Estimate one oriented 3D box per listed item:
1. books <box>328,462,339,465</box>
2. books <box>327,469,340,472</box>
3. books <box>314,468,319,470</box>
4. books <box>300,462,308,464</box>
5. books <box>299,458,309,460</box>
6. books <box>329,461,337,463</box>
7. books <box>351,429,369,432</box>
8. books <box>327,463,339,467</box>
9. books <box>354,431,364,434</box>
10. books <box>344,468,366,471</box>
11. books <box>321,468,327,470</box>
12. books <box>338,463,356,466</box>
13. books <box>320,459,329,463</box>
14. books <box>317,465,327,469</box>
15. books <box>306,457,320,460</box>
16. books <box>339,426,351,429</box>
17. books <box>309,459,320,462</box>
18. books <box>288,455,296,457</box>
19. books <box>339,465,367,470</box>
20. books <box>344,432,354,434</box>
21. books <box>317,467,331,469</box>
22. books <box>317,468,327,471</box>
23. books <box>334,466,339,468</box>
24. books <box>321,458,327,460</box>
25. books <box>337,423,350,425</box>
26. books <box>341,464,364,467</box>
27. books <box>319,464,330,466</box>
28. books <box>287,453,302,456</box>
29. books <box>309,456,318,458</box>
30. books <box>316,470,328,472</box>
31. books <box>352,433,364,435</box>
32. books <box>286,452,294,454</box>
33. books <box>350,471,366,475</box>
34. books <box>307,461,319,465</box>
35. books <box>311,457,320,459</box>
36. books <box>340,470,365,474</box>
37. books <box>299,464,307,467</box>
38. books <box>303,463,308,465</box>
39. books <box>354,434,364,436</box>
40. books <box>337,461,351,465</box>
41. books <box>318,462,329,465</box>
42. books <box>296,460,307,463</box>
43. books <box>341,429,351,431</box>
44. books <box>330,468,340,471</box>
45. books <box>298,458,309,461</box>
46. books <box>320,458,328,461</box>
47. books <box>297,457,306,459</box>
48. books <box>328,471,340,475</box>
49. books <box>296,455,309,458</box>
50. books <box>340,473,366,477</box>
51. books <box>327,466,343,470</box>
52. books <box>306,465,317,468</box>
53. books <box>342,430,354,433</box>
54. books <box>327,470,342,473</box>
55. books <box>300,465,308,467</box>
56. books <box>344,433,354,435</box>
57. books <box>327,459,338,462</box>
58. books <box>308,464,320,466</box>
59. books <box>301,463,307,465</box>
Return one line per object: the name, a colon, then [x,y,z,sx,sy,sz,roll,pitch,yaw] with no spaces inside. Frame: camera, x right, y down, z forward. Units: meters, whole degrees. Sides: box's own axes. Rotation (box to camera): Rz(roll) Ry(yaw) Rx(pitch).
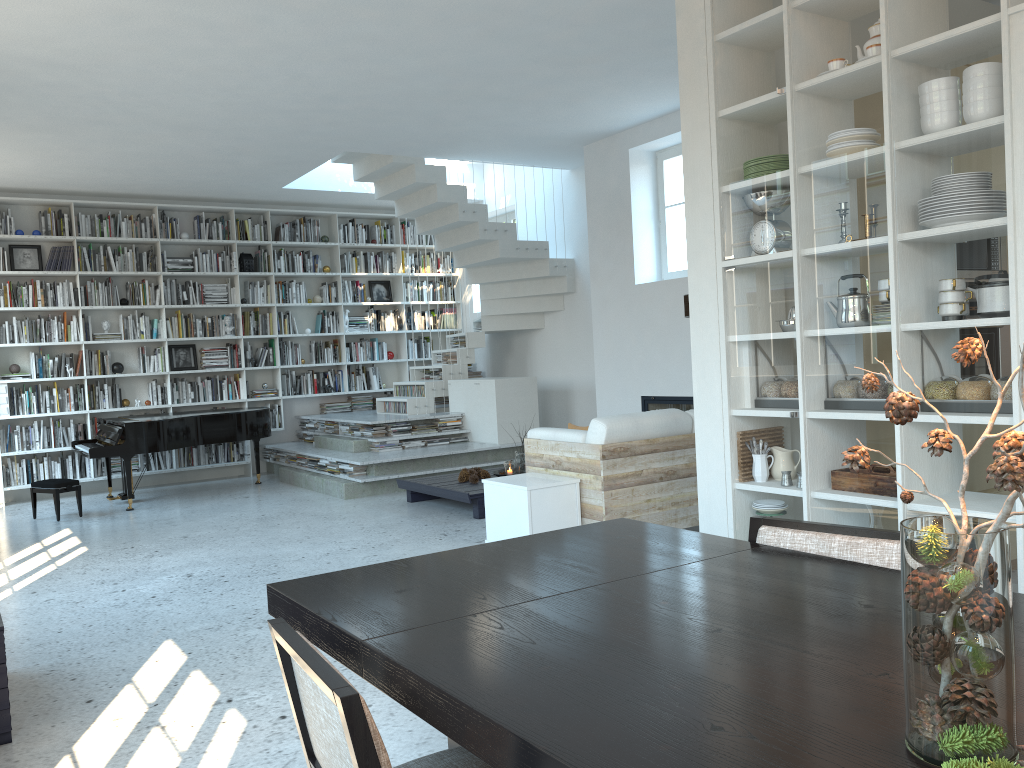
books: [-1.688,0.776,8.775,0.175,0.006,0.251,-4,2,-33]
books: [-1.695,0.849,8.771,0.191,0.006,0.275,-4,2,-31]
books: [-2.007,0.871,9.293,0.142,0.012,0.291,-4,2,-29]
books: [-2.172,0.841,9.554,0.130,0.014,0.249,-5,2,-38]
books: [-2.182,0.795,9.547,0.169,0.009,0.241,-4,2,-33]
books: [-1.697,0.760,8.769,0.178,0.010,0.196,-4,2,-28]
books: [-1.600,0.485,9.515,0.177,0.026,0.230,-4,2,-33]
books: [-1.694,0.794,8.771,0.168,0.013,0.281,-5,2,-38]
books: [-1.591,0.512,9.521,0.155,0.028,0.189,-4,2,-32]
books: [-1.506,0.815,8.530,0.137,0.019,0.224,-4,2,-32]
books: [-1.846,0.854,9.032,0.158,0.009,0.275,-4,2,-30]
books: [-1.532,0.761,8.514,0.176,0.010,0.266,-4,2,-37]
books: [-1.845,0.781,9.032,0.141,0.028,0.222,-5,2,-38]
books: [-1.857,0.836,9.025,0.189,0.013,0.215,-4,2,-35]
books: [-2.021,0.774,9.282,0.170,0.014,0.281,-4,2,-36]
books: [-1.769,0.473,9.769,0.174,0.029,0.250,-4,2,-35]
books: [-2.009,0.797,9.290,0.142,0.017,0.239,-4,2,-37]
books: [-2.363,0.786,9.799,0.182,0.016,0.199,-4,2,-28]
books: [-1.524,0.794,8.519,0.156,0.027,0.287,-5,2,-38]
books: [-1.746,0.531,9.784,0.136,0.013,0.258,-4,2,-33]
books: [-1.852,0.846,9.028,0.180,0.008,0.267,-4,2,-34]
books: [-1.847,0.861,9.031,0.171,0.005,0.297,-4,2,-34]
books: [-1.684,0.808,8.778,0.150,0.004,0.290,-4,2,-29]
books: [-1.848,0.748,9.030,0.156,0.014,0.215,-4,2,-31]
books: [-1.782,0.435,9.760,0.192,0.014,0.256,-4,2,-37]
books: [-1.526,0.773,8.518,0.164,0.015,0.243,-4,2,-29]
books: [-1.853,0.816,9.027,0.171,0.007,0.260,-4,2,-30]
books: [-2.358,0.770,9.803,0.171,0.015,0.253,-4,2,-36]
books: [-2.014,0.755,9.287,0.160,0.008,0.239,-4,2,-32]
books: [-1.860,0.875,9.023,0.193,0.005,0.225,-4,2,-37]
books: [-1.594,0.530,9.519,0.154,0.007,0.292,-4,2,-30]
books: [-2.369,0.750,9.795,0.193,0.005,0.225,-4,2,-37]
books: [-1.501,0.849,8.534,0.132,0.014,0.205,-4,2,-33]
books: [-2.017,0.818,9.285,0.160,0.025,0.244,-5,2,-38]
books: [-2.010,0.762,9.289,0.157,0.007,0.268,-4,2,-33]
books: [-1.532,0.835,8.514,0.187,0.017,0.205,-4,2,-28]
books: [-2.183,0.867,9.547,0.161,0.008,0.254,-4,2,-28]
books: [-2.165,0.852,9.559,0.132,0.009,0.269,-4,2,-32]
books: [-1.590,0.543,9.521,0.142,0.020,0.230,-4,2,-28]
books: [-1.539,0.749,8.509,0.192,0.014,0.256,-4,2,-37]
books: [-1.856,0.804,9.025,0.180,0.017,0.182,-4,2,-36]
books: [-2.187,0.829,9.544,0.182,0.013,0.287,-4,2,-32]
books: [-1.772,0.495,9.767,0.177,0.015,0.187,-4,2,-28]
books: [-1.682,0.842,8.779,0.170,0.006,0.268,-4,2,-33]
books: [-2.178,0.804,9.550,0.155,0.009,0.297,-4,2,-32]
books: [-1.848,0.761,9.030,0.139,0.013,0.288,-4,2,-28]
books: [-2.189,0.785,9.543,0.165,0.014,0.235,-5,2,-38]
books: [-1.697,0.869,8.770,0.191,0.016,0.209,-4,2,-28]
books: [-2.193,0.772,9.540,0.179,0.012,0.249,-4,2,-36]
books: [-1.525,0.867,8.519,0.184,0.017,0.230,-4,2,-31]
books: [-1.694,0.819,8.772,0.191,0.015,0.246,-4,2,-32]
books: [-2.025,0.856,9.280,0.189,0.009,0.290,-4,2,-30]
books: [-1.761,0.514,9.774,0.167,0.024,0.192,-4,2,-32]
books: [-1.689,0.856,8.775,0.178,0.009,0.276,-4,2,-35]
books: [-2.170,0.874,9.556,0.147,0.008,0.236,-4,2,-34]
books: [-1.753,0.546,9.780,0.132,0.016,0.262,-4,2,-28]
books: [-1.698,0.747,8.768,0.182,0.016,0.256,-4,2,-30]
books: [-2.018,0.837,9.285,0.177,0.011,0.220,-4,2,-31]
books: [-2.166,0.859,9.558,0.128,0.005,0.296,-4,2,-31]
